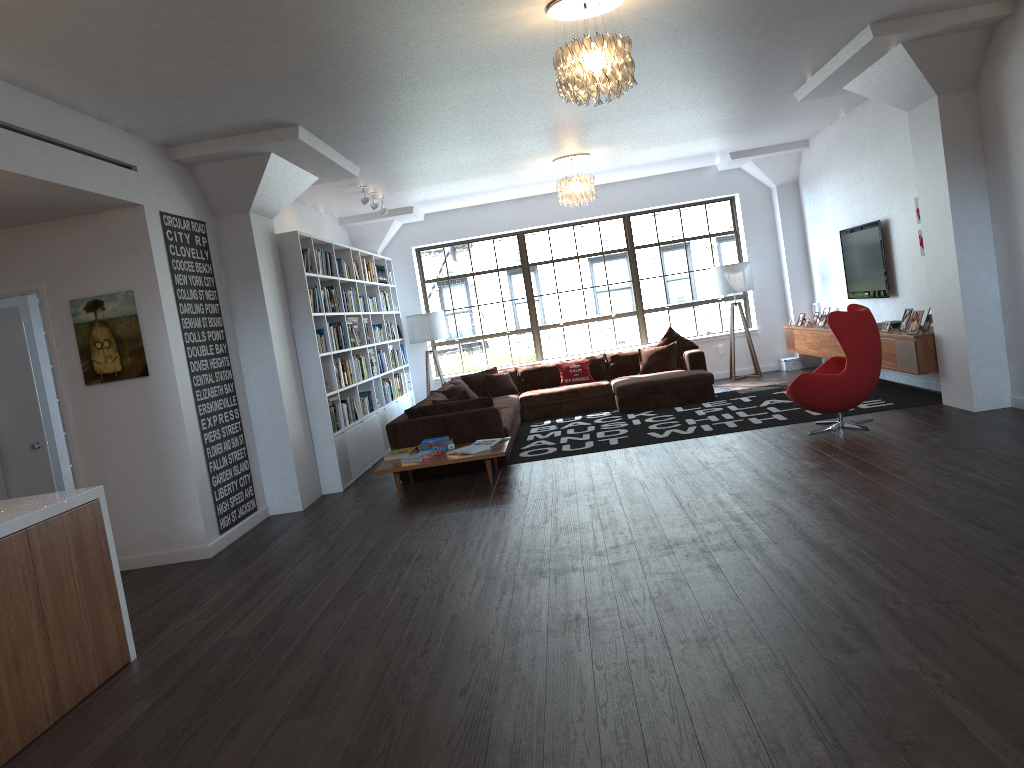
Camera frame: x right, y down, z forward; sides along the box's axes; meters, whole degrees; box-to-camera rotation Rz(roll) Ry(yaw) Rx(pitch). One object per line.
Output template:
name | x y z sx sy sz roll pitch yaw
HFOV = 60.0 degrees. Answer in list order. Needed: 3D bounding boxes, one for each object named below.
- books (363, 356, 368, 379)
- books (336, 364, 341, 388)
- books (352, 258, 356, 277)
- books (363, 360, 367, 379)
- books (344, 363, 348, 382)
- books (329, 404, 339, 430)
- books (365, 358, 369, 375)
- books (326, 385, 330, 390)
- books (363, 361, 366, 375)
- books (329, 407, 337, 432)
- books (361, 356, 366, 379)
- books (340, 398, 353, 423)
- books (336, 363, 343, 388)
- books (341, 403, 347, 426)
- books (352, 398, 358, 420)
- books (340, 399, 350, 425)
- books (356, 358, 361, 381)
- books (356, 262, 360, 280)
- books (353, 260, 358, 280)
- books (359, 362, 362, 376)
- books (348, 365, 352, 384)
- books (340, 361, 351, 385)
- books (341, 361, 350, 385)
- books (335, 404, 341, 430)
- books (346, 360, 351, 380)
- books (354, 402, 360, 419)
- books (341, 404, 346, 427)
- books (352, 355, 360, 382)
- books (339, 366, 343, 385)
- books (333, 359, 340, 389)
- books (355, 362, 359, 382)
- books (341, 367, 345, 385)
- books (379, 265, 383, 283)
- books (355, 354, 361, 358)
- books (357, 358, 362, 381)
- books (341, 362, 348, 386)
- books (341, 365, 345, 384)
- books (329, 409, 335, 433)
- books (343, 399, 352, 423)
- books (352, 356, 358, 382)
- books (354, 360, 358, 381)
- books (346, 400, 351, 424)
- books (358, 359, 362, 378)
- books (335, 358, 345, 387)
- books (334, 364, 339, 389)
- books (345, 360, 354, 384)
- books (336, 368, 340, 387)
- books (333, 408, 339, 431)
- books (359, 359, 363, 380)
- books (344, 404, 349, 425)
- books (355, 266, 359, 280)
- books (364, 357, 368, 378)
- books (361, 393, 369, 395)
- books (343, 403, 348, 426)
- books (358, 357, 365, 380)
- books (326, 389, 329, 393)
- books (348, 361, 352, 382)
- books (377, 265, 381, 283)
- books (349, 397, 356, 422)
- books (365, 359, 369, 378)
books | -1.737 -0.172 9.982 0.183 0.253 0.034 -9 4 3
books | -1.800 -0.065 8.797 0.159 0.241 0.038 -9 4 4
books | -1.895 -1.299 10.154 0.183 0.253 0.042 -9 4 4
books | -1.728 -0.156 9.953 0.161 0.223 0.027 -9 4 3
books | -1.782 -0.086 9.099 0.168 0.231 0.037 -9 4 4
books | -1.759 0.333 8.457 0.183 0.253 0.042 -9 4 4
books | -1.730 -0.170 10.088 0.168 0.231 0.037 -9 4 3
books | -1.834 0.046 8.342 0.197 0.033 0.284 -11 5 -21
books | -1.730 -0.167 9.926 0.160 0.250 0.026 -9 4 3
books | -1.754 0.347 8.345 0.174 0.240 0.054 -9 4 4
books | -1.737 -0.167 9.884 0.180 0.259 0.060 -9 4 3
books | -1.730 0.280 9.048 0.180 0.259 0.042 -9 4 4
books | -1.795 -0.072 8.843 0.171 0.246 0.057 -9 4 4
books | -1.741 0.316 8.786 0.176 0.231 0.053 -9 4 4
books | -1.714 0.276 9.225 0.174 0.236 0.142 -9 4 3
books | -1.737 0.294 8.897 0.183 0.253 0.042 -9 4 4
books | -1.749 -0.141 9.608 0.183 0.253 0.034 -9 4 3
books | -1.874 -1.306 10.407 0.161 0.223 0.032 -9 4 4
books | -1.890 -1.297 10.241 0.174 0.236 0.136 -9 4 3
books | -1.738 -0.137 9.729 0.161 0.223 0.027 -9 4 3
books | -1.779 -0.102 9.239 0.174 0.240 0.045 -9 4 4
books | -1.773 -0.104 9.166 0.183 0.253 0.034 -9 4 4
books | -1.779 -0.100 9.133 0.183 0.253 0.034 -9 4 4
books | -1.754 0.326 8.539 0.180 0.251 0.048 -9 4 4
books | -1.775 -0.106 9.199 0.183 0.253 0.034 -9 4 4
books | -1.702 0.284 9.282 0.161 0.207 0.135 -9 4 3
books | -1.733 0.322 8.742 0.161 0.223 0.032 -9 4 4
books | -1.755 -0.156 9.563 0.176 0.290 0.053 -9 4 3
books | -1.790 -0.064 8.886 0.161 0.223 0.027 -9 4 4
books | -1.787 -0.089 8.705 0.140 0.298 0.044 -9 4 4
books | -1.743 -0.121 9.526 0.161 0.223 0.026 -9 4 3
books | -1.787 -0.071 8.966 0.161 0.223 0.026 -9 4 4
books | -1.820 -1.434 11.750 0.183 0.253 0.042 -9 4 4
books | -1.743 -0.178 9.835 0.176 0.290 0.036 -9 4 3
books | -1.743 -0.145 9.641 0.183 0.253 0.034 -9 4 3
books | -1.780 -0.090 9.051 0.171 0.246 0.057 -9 4 4
books | -1.805 -0.080 9.002 0.174 0.240 0.045 -9 4 4
books | -1.756 0.359 8.303 0.161 0.223 0.032 -9 4 4
books | -1.729 0.287 9.009 0.160 0.251 0.039 -9 4 4
books | -1.768 -0.142 9.454 0.198 0.284 0.066 -9 4 3
books | -1.749 -0.132 9.500 0.160 0.250 0.026 -9 4 3
books | -1.728 0.292 8.970 0.171 0.246 0.039 -9 4 4
books | -1.743 -0.145 9.686 0.171 0.246 0.057 -9 4 3
books | -1.796 -0.101 8.924 0.176 0.290 0.053 -9 4 4
books | -1.804 -0.057 8.657 0.189 0.247 0.057 -9 4 4
books | -1.766 -0.116 9.302 0.183 0.253 0.034 -9 4 4
books | -1.784 -0.047 8.754 0.144 0.207 0.048 -9 4 4
books | -1.745 0.348 8.421 0.161 0.223 0.032 -9 4 4
books | -1.745 -0.147 9.763 0.174 0.240 0.045 -9 4 3
books | -1.724 0.320 8.861 0.161 0.223 0.030 -9 4 3
books | -1.877 -1.288 10.297 0.161 0.207 0.130 -9 4 3
books | -1.734 -0.169 10.021 0.174 0.240 0.045 -9 4 3
books | -1.679 0.220 10.072 0.144 0.207 0.048 -9 4 4
books | -1.732 0.315 8.829 0.161 0.223 0.033 -9 4 4
books | -1.733 -0.159 9.801 0.183 0.253 0.034 -9 4 3
books | -1.829 0.079 8.345 0.197 0.035 0.284 -10 4 -6
books | -1.770 -0.111 9.273 0.160 0.250 0.026 -9 4 4
books | -1.827 -1.423 11.620 0.183 0.253 0.042 -9 4 4
books | -1.720 0.274 9.134 0.183 0.253 0.042 -9 4 4
books | -1.720 -0.165 10.056 0.161 0.223 0.026 -9 4 3
